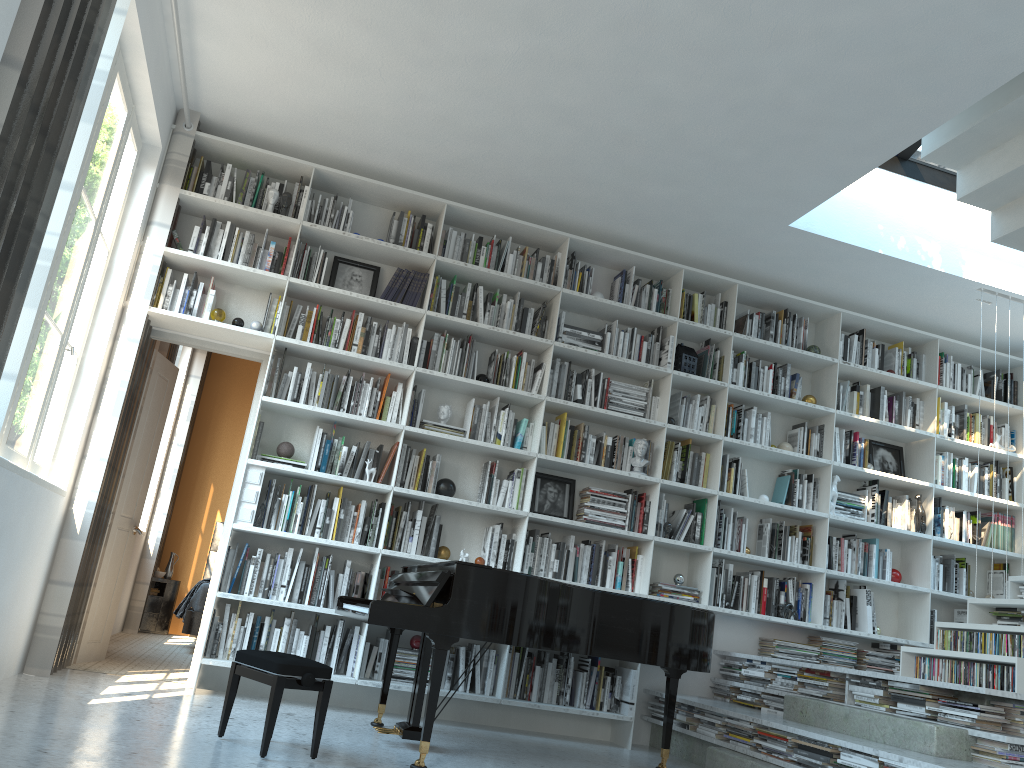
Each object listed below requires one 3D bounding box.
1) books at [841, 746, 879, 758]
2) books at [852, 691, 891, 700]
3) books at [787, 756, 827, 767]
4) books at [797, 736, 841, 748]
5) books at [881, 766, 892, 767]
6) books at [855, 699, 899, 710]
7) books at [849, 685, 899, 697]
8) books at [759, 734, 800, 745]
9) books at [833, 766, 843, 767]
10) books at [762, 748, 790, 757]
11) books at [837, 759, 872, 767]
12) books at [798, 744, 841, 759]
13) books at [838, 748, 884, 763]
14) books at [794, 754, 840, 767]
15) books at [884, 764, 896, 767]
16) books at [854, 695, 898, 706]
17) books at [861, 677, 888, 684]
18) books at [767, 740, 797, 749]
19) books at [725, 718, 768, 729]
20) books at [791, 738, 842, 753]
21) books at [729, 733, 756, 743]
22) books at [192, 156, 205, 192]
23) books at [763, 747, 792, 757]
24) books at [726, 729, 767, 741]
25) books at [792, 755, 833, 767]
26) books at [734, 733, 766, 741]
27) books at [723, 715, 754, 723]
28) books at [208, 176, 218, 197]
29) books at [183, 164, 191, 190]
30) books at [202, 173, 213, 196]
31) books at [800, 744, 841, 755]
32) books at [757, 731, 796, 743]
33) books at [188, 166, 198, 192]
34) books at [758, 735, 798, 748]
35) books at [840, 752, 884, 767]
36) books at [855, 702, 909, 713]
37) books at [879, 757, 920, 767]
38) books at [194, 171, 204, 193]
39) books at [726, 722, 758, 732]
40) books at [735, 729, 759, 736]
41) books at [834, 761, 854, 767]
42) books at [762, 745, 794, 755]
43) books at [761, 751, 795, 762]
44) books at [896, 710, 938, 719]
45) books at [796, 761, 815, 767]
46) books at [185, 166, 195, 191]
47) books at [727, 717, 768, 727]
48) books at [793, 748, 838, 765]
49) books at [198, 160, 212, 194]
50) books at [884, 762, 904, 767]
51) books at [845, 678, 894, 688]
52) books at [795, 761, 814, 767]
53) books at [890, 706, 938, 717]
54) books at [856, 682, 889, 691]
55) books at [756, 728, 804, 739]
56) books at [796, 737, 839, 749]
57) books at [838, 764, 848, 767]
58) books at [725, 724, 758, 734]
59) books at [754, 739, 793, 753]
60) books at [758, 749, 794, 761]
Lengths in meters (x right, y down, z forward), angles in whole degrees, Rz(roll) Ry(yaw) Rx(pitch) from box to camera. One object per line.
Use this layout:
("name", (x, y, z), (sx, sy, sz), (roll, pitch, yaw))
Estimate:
("books", (1.535, 1.576, 3.782), (0.157, 0.014, 0.216), (12, -15, -12))
("books", (1.859, 1.587, 4.498), (0.178, 0.015, 0.188), (11, -15, -9))
("books", (1.413, 1.736, 4.037), (0.189, 0.009, 0.291), (12, -15, -11))
("books", (1.447, 1.646, 4.067), (0.160, 0.008, 0.239), (13, -15, -13))
("books", (1.612, 1.538, 3.491), (0.175, 0.006, 0.252), (13, -16, -14))
("books", (1.881, 1.629, 4.496), (0.136, 0.013, 0.258), (13, -16, -14))
("books", (1.867, 1.567, 4.505), (0.174, 0.029, 0.251), (13, -16, -16))
("books", (1.351, 1.748, 4.347), (0.169, 0.009, 0.242), (13, -16, -14))
("books", (1.507, 1.656, 3.756), (0.189, 0.013, 0.215), (13, -16, -16))
("books", (1.355, 1.813, 4.335), (0.129, 0.005, 0.296), (12, -15, -12))
("books", (1.515, 1.626, 3.765), (0.180, 0.016, 0.183), (14, -16, -17))
("books", (1.444, 1.686, 4.057), (0.142, 0.017, 0.240), (14, -16, -18))
("books", (1.534, 1.588, 3.778), (0.139, 0.013, 0.289), (11, -15, -9))
("books", (1.425, 1.721, 4.044), (0.177, 0.011, 0.220), (12, -15, -12))
("books", (1.624, 1.534, 3.495), (0.133, 0.008, 0.285), (14, -16, -18))
("books", (1.867, 1.608, 4.496), (0.167, 0.024, 0.192), (13, -15, -13))
("books", (1.891, 1.520, 4.522), (0.134, 0.014, 0.181), (11, -15, -9))
("books", (1.360, 1.769, 4.345), (0.140, 0.013, 0.181), (13, -15, -13))
("books", (1.259, 1.786, 4.642), (0.171, 0.015, 0.253), (14, -16, -17))
("books", (1.435, 1.661, 4.060), (0.170, 0.014, 0.281), (14, -16, -17))
("books", (1.258, 1.855, 4.627), (0.165, 0.012, 0.205), (13, -16, -14))
("books", (-1.916, -1.221, 5.401), (0.014, 0.285, 0.175), (13, -15, -14))
("books", (1.357, 1.806, 4.337), (0.132, 0.009, 0.270), (13, -15, -13))
("books", (1.256, 1.835, 4.631), (0.159, 0.011, 0.246), (14, -16, -18))
("books", (1.432, 1.732, 4.044), (0.147, 0.008, 0.291), (14, -16, -18))
("books", (1.272, 1.848, 4.633), (0.123, 0.008, 0.295), (12, -15, -11))
("books", (1.251, 1.763, 4.645), (0.193, 0.005, 0.225), (14, -16, -18))
("books", (-1.835, -1.151, 5.436), (0.031, 0.195, 0.145), (13, -15, -14))
("books", (-1.978, -1.203, 5.376), (0.014, 0.218, 0.188), (13, -15, -14))
("books", (-1.857, -1.159, 5.405), (0.028, 0.186, 0.182), (13, -15, -14))
("books", (1.448, 1.675, 4.061), (0.150, 0.008, 0.218), (13, -16, -15))
("books", (1.345, 1.735, 4.348), (0.166, 0.014, 0.236), (14, -16, -19))
("books", (-1.941, -1.193, 5.398), (0.023, 0.222, 0.151), (13, -15, -14))
("books", (1.353, 1.757, 4.346), (0.155, 0.009, 0.298), (13, -15, -13))
("books", (1.532, 1.608, 3.774), (0.141, 0.028, 0.223), (14, -16, -19))
("books", (1.870, 1.641, 4.490), (0.132, 0.016, 0.263), (11, -15, -9))
("books", (1.607, 1.508, 3.496), (0.182, 0.016, 0.257), (12, -15, -11))
("books", (-1.906, -1.173, 5.397), (0.024, 0.194, 0.167), (13, -15, -14))
("books", (1.250, 1.799, 4.637), (0.182, 0.016, 0.199), (11, -15, -9))
("books", (1.270, 1.826, 4.637), (0.140, 0.013, 0.181), (12, -15, -11))
("books", (1.516, 1.638, 3.762), (0.171, 0.007, 0.261), (12, -15, -11))
("books", (1.352, 1.794, 4.338), (0.130, 0.014, 0.250), (14, -16, -19))
("books", (1.347, 1.825, 4.329), (0.148, 0.008, 0.237), (13, -16, -15))
("books", (1.954, 1.574, 4.203), (0.142, 0.020, 0.231), (11, -15, -9))
("books", (1.431, 1.748, 4.040), (0.154, 0.007, 0.263), (12, -15, -12))
("books", (-1.966, -1.198, 5.402), (0.024, 0.227, 0.130), (13, -15, -14))
("books", (1.264, 1.774, 4.646), (0.174, 0.011, 0.228), (13, -16, -15))
("books", (1.430, 1.704, 4.049), (0.160, 0.025, 0.244), (14, -16, -19))
("books", (-1.876, -1.204, 5.408), (0.025, 0.268, 0.177), (13, -15, -14))
("books", (1.605, 1.521, 3.493), (0.178, 0.010, 0.196), (11, -15, -9))
("books", (1.861, 1.527, 4.511), (0.192, 0.014, 0.257), (14, -16, -18))
("books", (1.431, 1.757, 4.038), (0.142, 0.012, 0.292), (12, -15, -10))
("books", (1.952, 1.560, 4.206), (0.154, 0.007, 0.293), (12, -15, -11))
("books", (1.881, 1.547, 4.513), (0.145, 0.017, 0.209), (14, -16, -19))
("books", (1.344, 1.722, 4.350), (0.179, 0.012, 0.250), (14, -16, -17))
("books", (1.450, 1.654, 4.066), (0.157, 0.007, 0.269), (13, -16, -14))
("books", (1.531, 1.650, 3.765), (0.145, 0.010, 0.267), (13, -16, -15))
("books", (1.254, 1.812, 4.635), (0.169, 0.009, 0.242), (14, -16, -18))
("books", (1.337, 1.777, 4.337), (0.182, 0.013, 0.288), (13, -15, -13))
("books", (1.334, 1.814, 4.328), (0.161, 0.008, 0.254), (11, -15, -9))
